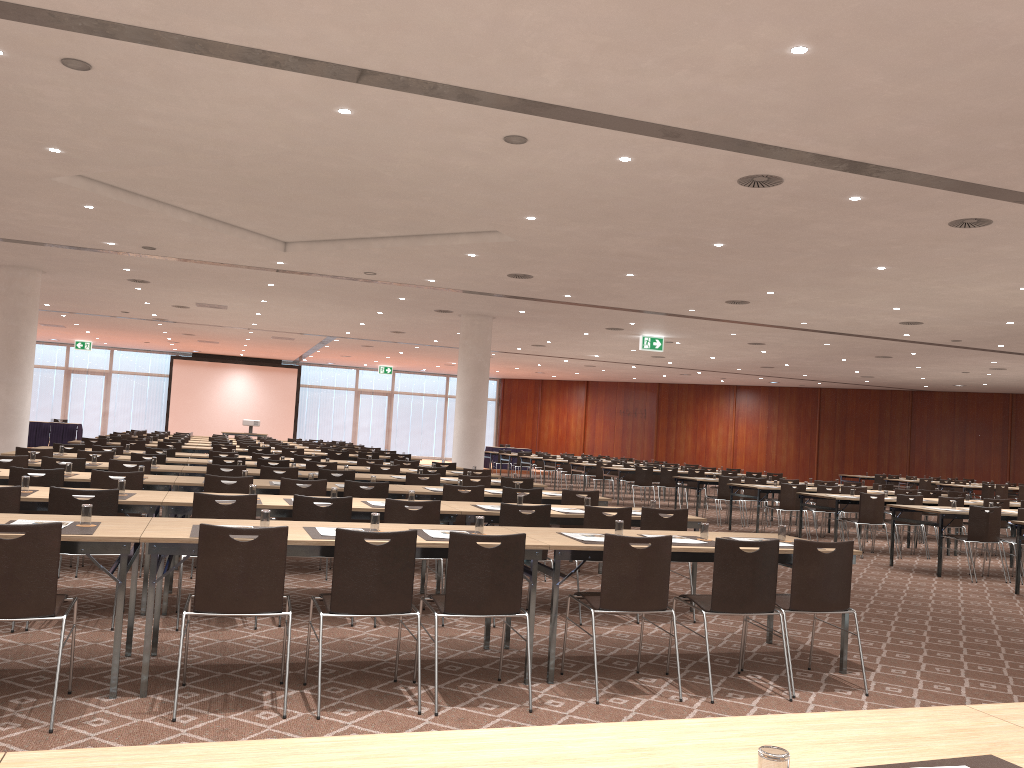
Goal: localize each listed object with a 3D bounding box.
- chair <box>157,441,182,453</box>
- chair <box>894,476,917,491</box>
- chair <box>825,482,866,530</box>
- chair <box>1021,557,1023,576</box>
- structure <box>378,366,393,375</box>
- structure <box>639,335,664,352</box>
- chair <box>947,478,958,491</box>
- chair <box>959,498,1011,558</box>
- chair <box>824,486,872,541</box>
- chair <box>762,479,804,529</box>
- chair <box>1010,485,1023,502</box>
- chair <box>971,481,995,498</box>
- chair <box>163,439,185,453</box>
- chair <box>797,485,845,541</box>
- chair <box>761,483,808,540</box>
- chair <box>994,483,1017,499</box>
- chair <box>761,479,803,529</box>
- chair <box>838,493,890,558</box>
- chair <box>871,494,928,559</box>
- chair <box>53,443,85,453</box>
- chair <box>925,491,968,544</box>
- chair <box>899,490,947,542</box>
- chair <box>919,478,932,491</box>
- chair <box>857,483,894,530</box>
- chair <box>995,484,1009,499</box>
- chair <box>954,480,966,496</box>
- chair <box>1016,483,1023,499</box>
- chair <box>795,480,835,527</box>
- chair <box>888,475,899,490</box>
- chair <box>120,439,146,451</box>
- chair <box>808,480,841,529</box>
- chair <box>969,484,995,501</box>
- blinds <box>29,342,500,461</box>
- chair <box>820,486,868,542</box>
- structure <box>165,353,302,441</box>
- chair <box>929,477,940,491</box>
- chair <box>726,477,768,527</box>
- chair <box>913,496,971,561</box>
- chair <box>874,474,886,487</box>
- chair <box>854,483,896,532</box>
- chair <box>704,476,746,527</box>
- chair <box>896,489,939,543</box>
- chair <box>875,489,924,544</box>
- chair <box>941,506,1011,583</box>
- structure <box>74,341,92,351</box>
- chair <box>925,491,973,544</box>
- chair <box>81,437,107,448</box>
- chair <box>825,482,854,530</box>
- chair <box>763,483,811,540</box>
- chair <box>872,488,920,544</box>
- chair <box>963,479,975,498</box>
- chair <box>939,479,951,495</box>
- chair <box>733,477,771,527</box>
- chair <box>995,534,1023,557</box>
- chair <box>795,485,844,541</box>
[{"bbox_3d":[-6.611,1.577,17.070,0.536,0.939,0.614,4,-3,-18],"label":"chair"},{"bbox_3d":[12.296,3.321,27.606,0.536,0.939,0.614,4,-3,-20],"label":"chair"},{"bbox_3d":[6.732,2.432,17.855,0.536,0.939,0.614,4,-3,-18],"label":"chair"},{"bbox_3d":[7.182,2.110,11.683,0.536,0.939,0.614,4,-3,-16],"label":"chair"},{"bbox_3d":[-5.302,-0.578,37.141,0.587,0.346,0.105,4,-3,-18],"label":"structure"},{"bbox_3d":[3.323,-0.961,21.110,0.587,0.346,0.105,4,-3,-18],"label":"structure"},{"bbox_3d":[13.826,3.443,28.114,0.536,0.939,0.614,5,-3,-20],"label":"chair"},{"bbox_3d":[7.472,2.253,13.887,0.536,0.939,0.614,4,-3,-17],"label":"chair"},{"bbox_3d":[5.907,2.250,15.518,0.536,0.939,0.614,5,-3,-21],"label":"chair"},{"bbox_3d":[5.299,2.314,17.301,0.536,0.939,0.614,4,-3,-20],"label":"chair"},{"bbox_3d":[13.649,3.191,23.841,0.536,0.939,0.614,4,-3,-19],"label":"chair"},{"bbox_3d":[13.909,3.338,26.165,0.536,0.939,0.614,4,-3,-16],"label":"chair"},{"bbox_3d":[-7.278,1.648,19.036,0.536,0.939,0.614,4,-3,-17],"label":"chair"},{"bbox_3d":[5.309,2.195,15.197,0.536,0.939,0.614,4,-3,-15],"label":"chair"},{"bbox_3d":[4.645,2.147,15.054,0.536,0.939,0.614,4,-3,-16],"label":"chair"},{"bbox_3d":[14.577,3.379,26.180,0.536,0.939,0.614,5,-3,-21],"label":"chair"},{"bbox_3d":[5.282,2.312,17.295,0.536,0.939,0.614,4,-3,-18],"label":"chair"},{"bbox_3d":[5.209,2.073,13.135,0.536,0.939,0.614,4,-3,-17],"label":"chair"},{"bbox_3d":[5.869,2.128,13.399,0.536,0.939,0.614,4,-3,-15],"label":"chair"},{"bbox_3d":[-6.700,1.364,13.390,0.536,0.939,0.614,4,-3,-19],"label":"chair"},{"bbox_3d":[7.985,2.413,16.164,0.536,0.939,0.614,4,-3,-18],"label":"chair"},{"bbox_3d":[7.450,2.373,16.032,0.536,0.939,0.614,4,-3,-18],"label":"chair"},{"bbox_3d":[11.718,3.164,25.437,0.536,0.939,0.614,4,-3,-20],"label":"chair"},{"bbox_3d":[7.437,2.484,18.011,0.536,0.939,0.614,5,-3,-21],"label":"chair"},{"bbox_3d":[12.976,3.145,23.748,0.536,0.939,0.614,4,-3,-18],"label":"chair"},{"bbox_3d":[12.923,3.259,25.837,0.536,0.939,0.614,4,-3,-19],"label":"chair"},{"bbox_3d":[15.134,3.428,26.442,0.536,0.939,0.614,4,-3,-16],"label":"chair"},{"bbox_3d":[6.082,2.383,17.684,0.536,0.939,0.614,4,-3,-20],"label":"chair"},{"bbox_3d":[11.718,3.283,27.544,0.536,0.939,0.614,5,-3,-20],"label":"chair"},{"bbox_3d":[-7.253,1.531,16.937,0.536,0.939,0.614,4,-3,-18],"label":"chair"},{"bbox_3d":[6.165,2.390,17.711,0.536,0.939,0.614,4,-3,-16],"label":"chair"},{"bbox_3d":[12.391,3.086,23.347,0.536,0.939,0.614,5,-3,-21],"label":"chair"},{"bbox_3d":[-11.497,0.834,36.957,22.857,3.814,0.115,5,-3,-18],"label":"blinds"},{"bbox_3d":[5.809,2.242,15.486,0.536,0.939,0.614,4,-3,-16],"label":"chair"},{"bbox_3d":[-11.442,0.603,36.581,5.159,3.524,0.395,4,-3,-18],"label":"structure"},{"bbox_3d":[13.230,3.403,28.046,0.536,0.939,0.614,4,-3,-16],"label":"chair"},{"bbox_3d":[4.564,2.260,17.134,0.536,0.939,0.614,4,-3,-20],"label":"chair"},{"bbox_3d":[6.570,2.176,13.509,0.536,0.939,0.614,4,-3,-16],"label":"chair"},{"bbox_3d":[11.152,3.226,27.148,0.536,0.939,0.614,4,-3,-19],"label":"chair"},{"bbox_3d":[7.376,2.479,17.991,0.536,0.939,0.614,4,-3,-17],"label":"chair"},{"bbox_3d":[4.070,2.216,16.892,0.536,0.939,0.614,4,-3,-19],"label":"chair"},{"bbox_3d":[7.384,2.367,16.010,0.536,0.939,0.614,4,-3,-19],"label":"chair"},{"bbox_3d":[6.875,2.320,15.718,0.536,0.939,0.614,5,-3,-20],"label":"chair"},{"bbox_3d":[5.919,2.013,11.309,0.536,0.939,0.614,4,-3,-16],"label":"chair"},{"bbox_3d":[-16.202,-1.445,33.518,0.587,0.346,0.105,4,-3,-18],"label":"structure"},{"bbox_3d":[7.981,2.412,16.163,0.536,0.939,0.614,4,-3,-17],"label":"chair"},{"bbox_3d":[-7.871,1.479,16.688,0.536,0.939,0.614,4,-3,-17],"label":"chair"},{"bbox_3d":[6.730,2.432,17.854,0.536,0.939,0.614,5,-3,-20],"label":"chair"},{"bbox_3d":[4.693,2.151,15.070,0.536,0.939,0.614,4,-3,-17],"label":"chair"},{"bbox_3d":[6.803,2.314,15.694,0.536,0.939,0.614,5,-3,-21],"label":"chair"},{"bbox_3d":[14.512,3.505,28.472,0.536,0.939,0.614,4,-3,-17],"label":"chair"},{"bbox_3d":[12.319,3.204,25.506,0.536,0.939,0.614,5,-3,-21],"label":"chair"},{"bbox_3d":[4.627,2.265,17.155,0.536,0.939,0.614,5,-3,-21],"label":"chair"},{"bbox_3d":[8.112,2.299,14.022,0.536,0.939,0.614,4,-3,-16],"label":"chair"},{"bbox_3d":[5.287,2.194,15.190,0.536,0.939,0.614,4,-3,-18],"label":"chair"}]
